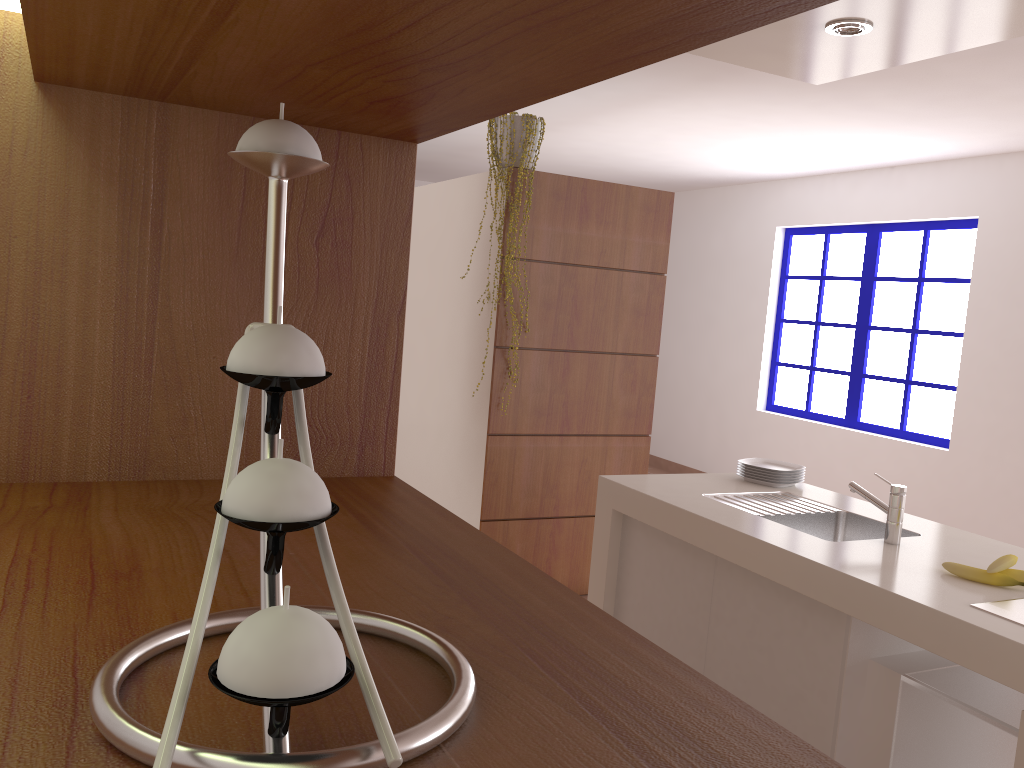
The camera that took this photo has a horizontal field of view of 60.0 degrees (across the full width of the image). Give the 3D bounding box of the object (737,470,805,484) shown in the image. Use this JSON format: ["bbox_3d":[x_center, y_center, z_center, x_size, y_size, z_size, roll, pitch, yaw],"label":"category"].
[{"bbox_3d":[0.994,0.358,3.417,0.228,0.020,0.228,-1,8,-45],"label":"object"}]

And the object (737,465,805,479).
[{"bbox_3d":[0.996,0.338,3.415,0.228,0.020,0.228,-1,8,-45],"label":"object"}]

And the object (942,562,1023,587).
[{"bbox_3d":[1.199,0.489,2.262,0.207,0.033,0.060,10,7,43],"label":"object"}]

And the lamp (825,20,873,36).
[{"bbox_3d":[1.066,-1.144,2.801,0.143,0.059,0.143,5,5,1],"label":"lamp"}]

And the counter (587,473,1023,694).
[{"bbox_3d":[1.134,0.877,2.547,0.821,0.800,2.156,2,6,-27],"label":"counter"}]

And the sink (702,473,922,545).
[{"bbox_3d":[0.977,0.424,2.881,0.404,0.368,0.668,2,6,-27],"label":"sink"}]

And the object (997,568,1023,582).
[{"bbox_3d":[1.304,0.495,2.286,0.207,0.033,0.060,6,6,18],"label":"object"}]

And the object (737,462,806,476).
[{"bbox_3d":[0.997,0.328,3.414,0.228,0.020,0.228,-1,8,-45],"label":"object"}]

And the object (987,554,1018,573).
[{"bbox_3d":[1.278,0.464,2.295,0.047,0.055,0.207,9,7,40],"label":"object"}]

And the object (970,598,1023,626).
[{"bbox_3d":[1.403,0.552,1.923,0.493,0.006,0.551,2,6,-27],"label":"object"}]

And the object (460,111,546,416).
[{"bbox_3d":[-0.039,-0.529,3.993,0.279,1.344,0.297,7,6,22],"label":"object"}]

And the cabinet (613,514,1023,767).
[{"bbox_3d":[1.158,0.933,2.504,0.737,0.700,2.048,2,6,-27],"label":"cabinet"}]

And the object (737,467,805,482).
[{"bbox_3d":[0.995,0.348,3.416,0.228,0.020,0.228,-1,8,-45],"label":"object"}]

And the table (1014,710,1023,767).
[{"bbox_3d":[1.600,1.080,1.621,0.737,0.647,1.003,2,6,-27],"label":"table"}]

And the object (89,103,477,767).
[{"bbox_3d":[-0.071,0.000,0.323,0.136,0.227,0.190,5,5,5],"label":"object"}]

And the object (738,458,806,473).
[{"bbox_3d":[0.998,0.318,3.413,0.228,0.020,0.228,-1,8,-45],"label":"object"}]

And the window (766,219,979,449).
[{"bbox_3d":[2.460,-0.397,6.208,0.035,1.430,1.699,2,6,-27],"label":"window"}]

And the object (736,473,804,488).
[{"bbox_3d":[0.994,0.369,3.418,0.228,0.020,0.228,-1,8,-45],"label":"object"}]

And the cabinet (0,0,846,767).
[{"bbox_3d":[-0.833,-0.180,1.361,0.754,1.200,4.718,2,6,-27],"label":"cabinet"}]
